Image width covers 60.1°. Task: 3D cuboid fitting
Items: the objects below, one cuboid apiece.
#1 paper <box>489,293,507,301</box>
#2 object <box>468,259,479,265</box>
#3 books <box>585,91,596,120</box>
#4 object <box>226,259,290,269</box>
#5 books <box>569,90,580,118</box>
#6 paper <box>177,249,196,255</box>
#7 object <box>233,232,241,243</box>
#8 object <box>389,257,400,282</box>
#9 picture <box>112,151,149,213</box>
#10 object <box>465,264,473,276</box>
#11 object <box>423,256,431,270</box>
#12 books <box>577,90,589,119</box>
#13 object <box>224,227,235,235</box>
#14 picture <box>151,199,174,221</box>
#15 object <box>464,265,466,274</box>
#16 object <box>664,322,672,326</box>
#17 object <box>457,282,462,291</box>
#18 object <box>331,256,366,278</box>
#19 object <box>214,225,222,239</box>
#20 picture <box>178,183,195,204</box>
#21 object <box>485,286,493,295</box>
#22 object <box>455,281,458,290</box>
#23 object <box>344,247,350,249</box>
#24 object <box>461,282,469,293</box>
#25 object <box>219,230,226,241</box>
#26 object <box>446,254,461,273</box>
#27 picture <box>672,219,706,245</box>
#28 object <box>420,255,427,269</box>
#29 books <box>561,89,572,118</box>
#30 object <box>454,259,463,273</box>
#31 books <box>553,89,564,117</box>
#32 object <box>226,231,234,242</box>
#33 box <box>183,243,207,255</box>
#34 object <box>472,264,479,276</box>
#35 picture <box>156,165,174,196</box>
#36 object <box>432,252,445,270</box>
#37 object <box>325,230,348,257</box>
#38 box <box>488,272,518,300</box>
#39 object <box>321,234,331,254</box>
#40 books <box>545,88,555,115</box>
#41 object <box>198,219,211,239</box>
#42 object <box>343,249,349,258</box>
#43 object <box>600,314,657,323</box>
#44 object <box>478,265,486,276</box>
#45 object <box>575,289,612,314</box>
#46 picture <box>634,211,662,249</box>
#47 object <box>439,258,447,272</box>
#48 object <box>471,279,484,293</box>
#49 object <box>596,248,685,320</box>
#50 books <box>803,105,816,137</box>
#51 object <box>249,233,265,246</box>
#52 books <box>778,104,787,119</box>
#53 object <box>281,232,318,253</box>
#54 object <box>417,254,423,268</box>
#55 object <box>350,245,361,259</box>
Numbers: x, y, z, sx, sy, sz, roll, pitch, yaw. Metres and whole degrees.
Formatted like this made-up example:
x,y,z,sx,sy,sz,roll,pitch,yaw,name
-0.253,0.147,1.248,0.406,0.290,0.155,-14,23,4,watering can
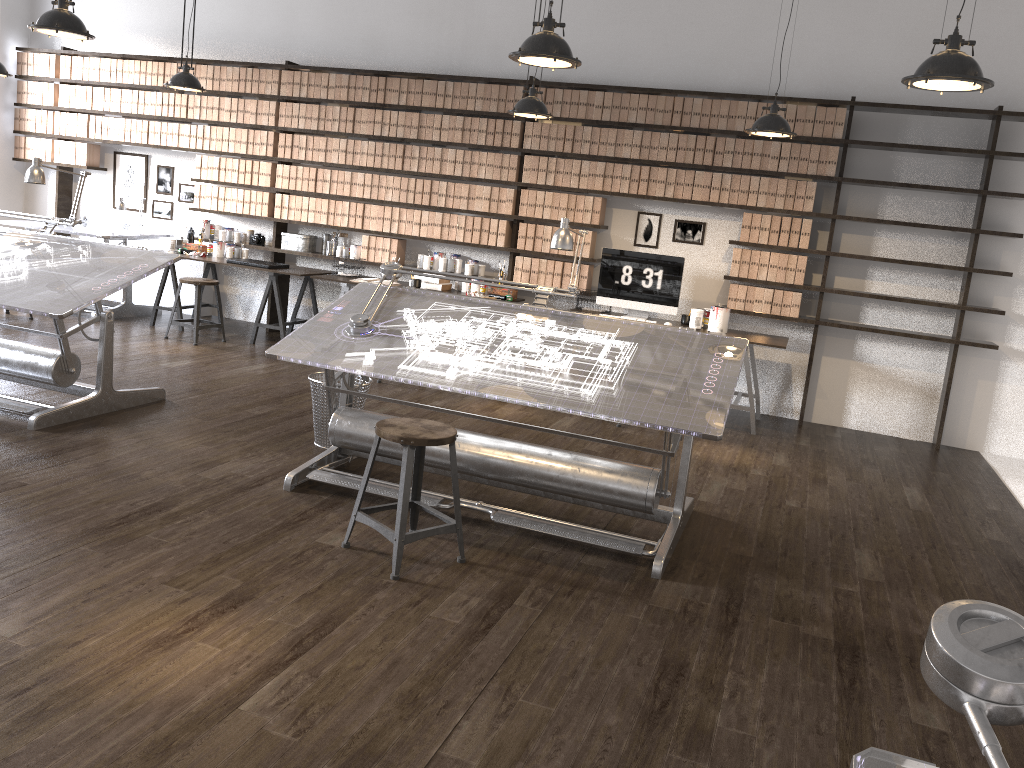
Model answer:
x,y,z,sx,sy,sz,roll,pitch,yaw,name
-0.144,-0.700,7.126,0.156,0.038,0.138,13,13,32,paper
-0.341,-1.016,7.715,0.094,0.129,0.095,7,9,5,object
0.657,-2.233,7.140,0.067,0.224,0.175,9,10,18,books
-2.216,-1.051,7.735,0.447,0.033,0.314,10,12,18,object
0.531,-2.256,7.183,0.067,0.224,0.175,9,10,18,books
-2.956,-1.201,8.052,0.155,0.038,0.138,7,11,3,paper
-2.595,-1.384,8.358,0.062,0.094,0.062,7,9,4,object
-1.022,-0.994,7.684,0.101,0.207,0.102,2,10,-27,object
-3.833,-2.028,8.891,0.416,0.570,0.040,10,9,18,picture
-0.370,-0.975,7.557,0.062,0.095,0.062,-1,12,-39,object
-0.735,-1.051,7.682,0.062,0.118,0.062,3,10,-22,object
0.593,-2.244,7.157,0.067,0.224,0.175,9,10,18,books
-2.706,-1.431,8.471,0.094,0.127,0.095,-2,12,-41,object
-3.473,-1.731,8.808,0.251,0.182,0.023,10,9,18,picture
-0.385,-0.983,7.643,0.054,0.081,0.054,8,9,8,object
1.170,-0.446,6.625,0.059,0.028,0.107,9,11,14,object
-0.425,-0.827,7.451,0.063,0.093,0.063,1,11,-31,object
-1.413,-1.015,7.686,0.204,0.159,0.286,10,11,18,object
-2.808,-1.452,8.463,0.070,0.129,0.071,1,11,-34,object
-3.163,-1.866,8.685,0.251,0.182,0.023,10,9,18,picture
-0.195,-0.773,7.342,0.060,0.088,0.060,10,10,22,object
-0.453,-0.842,7.511,0.062,0.094,0.062,1,11,-31,object
-1.497,-1.198,8.051,0.062,0.093,0.064,3,10,-20,object
-0.387,-0.811,7.393,0.062,0.094,0.062,3,10,-22,object
-2.731,-1.400,8.364,0.062,0.094,0.062,7,9,4,object
-0.520,-1.050,7.719,0.094,0.160,0.206,10,11,19,object
1.431,-1.226,7.155,0.251,0.182,0.023,10,9,18,picture
-0.772,-1.066,7.740,0.063,0.117,0.063,1,10,-31,object
0.465,-2.268,7.205,0.067,0.224,0.175,9,10,18,books
-0.464,-1.018,7.669,0.062,0.118,0.062,4,9,-13,object
0.397,-2.279,7.223,0.067,0.224,0.175,9,10,18,books
-2.662,-1.390,8.357,0.062,0.093,0.063,7,9,4,object
-2.918,-1.252,8.198,0.212,0.083,0.138,10,11,18,box
-0.315,-0.976,7.595,0.062,0.094,0.063,-1,12,-39,object
-3.431,-2.016,8.764,0.202,0.282,0.022,9,9,17,picture
-0.644,-1.070,7.748,0.095,0.160,0.094,9,9,14,object
-1.604,-1.303,8.060,0.181,0.270,0.157,7,9,2,object
-0.069,-0.806,7.253,0.212,0.206,0.138,10,10,18,box
-1.718,-1.291,8.184,0.079,0.187,0.079,6,9,-3,object
0.332,-2.292,7.249,0.067,0.224,0.175,9,10,18,books
-2.928,-1.475,8.423,0.107,0.175,0.108,10,10,19,object
-1.462,-1.185,8.023,0.062,0.093,0.181,12,12,31,object
0.873,-0.489,6.709,0.439,0.017,0.119,9,11,13,object
-0.262,-0.979,7.642,0.062,0.095,0.062,-1,12,-39,object
0.661,-0.664,7.099,0.284,0.159,0.205,8,10,10,object
1.115,-1.262,7.263,0.202,0.282,0.022,9,9,17,picture
-0.598,-1.027,7.640,0.062,0.118,0.062,4,9,-13,object
-0.287,-0.809,7.344,0.105,0.140,0.104,11,10,25,object
0.998,-0.768,6.906,0.645,0.514,0.205,10,9,18,object
2.223,-1.954,6.624,0.067,0.224,0.175,9,10,18,books
-2.393,-1.353,8.278,0.171,0.108,0.091,10,10,18,object
2.027,-1.989,6.688,0.067,0.224,0.175,9,10,18,books
-1.967,-1.306,8.175,0.318,0.151,0.194,10,11,17,object
-0.800,-1.082,7.800,0.062,0.118,0.062,1,10,-31,object
-1.406,-1.184,7.962,0.095,0.127,0.094,11,10,24,object
